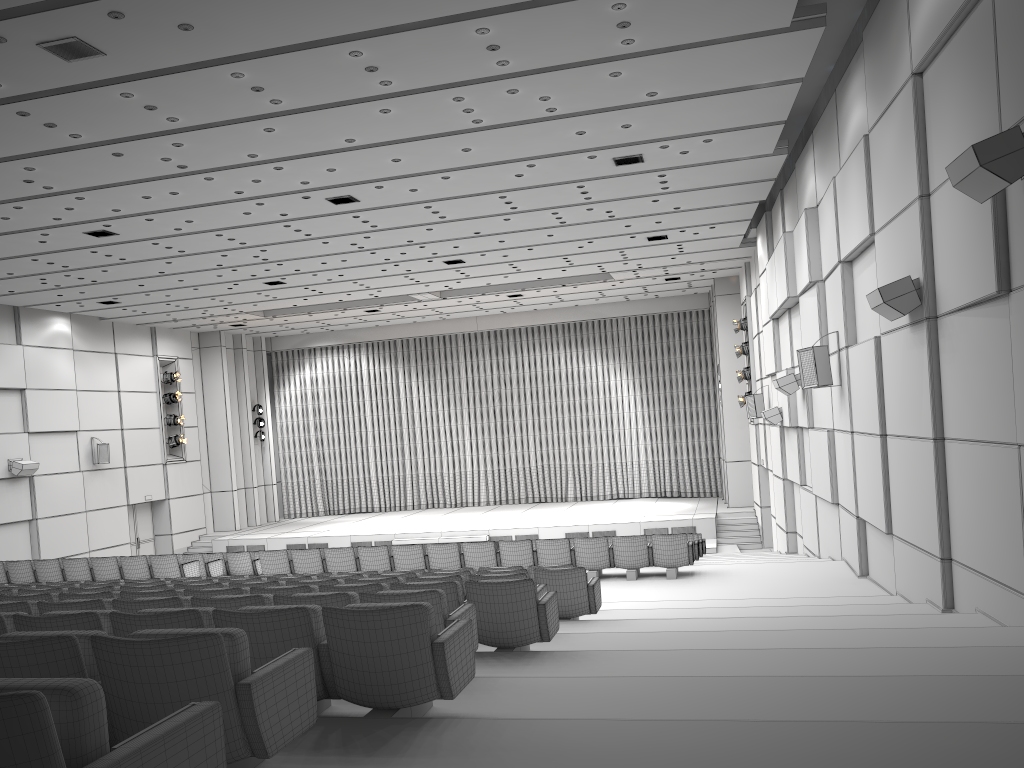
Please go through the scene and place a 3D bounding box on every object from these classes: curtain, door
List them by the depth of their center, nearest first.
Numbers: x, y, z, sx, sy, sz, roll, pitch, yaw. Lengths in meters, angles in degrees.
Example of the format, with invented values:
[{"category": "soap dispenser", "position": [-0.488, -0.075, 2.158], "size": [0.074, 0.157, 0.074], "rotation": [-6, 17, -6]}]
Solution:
[{"category": "door", "position": [-11.143, 4.624, 26.311], "size": [0.086, 2.179, 1.696], "rotation": [-4, 0, 13]}, {"category": "curtain", "position": [-0.656, 1.070, 31.137], "size": [16.150, 6.525, 1.427], "rotation": [-5, 1, 13]}]

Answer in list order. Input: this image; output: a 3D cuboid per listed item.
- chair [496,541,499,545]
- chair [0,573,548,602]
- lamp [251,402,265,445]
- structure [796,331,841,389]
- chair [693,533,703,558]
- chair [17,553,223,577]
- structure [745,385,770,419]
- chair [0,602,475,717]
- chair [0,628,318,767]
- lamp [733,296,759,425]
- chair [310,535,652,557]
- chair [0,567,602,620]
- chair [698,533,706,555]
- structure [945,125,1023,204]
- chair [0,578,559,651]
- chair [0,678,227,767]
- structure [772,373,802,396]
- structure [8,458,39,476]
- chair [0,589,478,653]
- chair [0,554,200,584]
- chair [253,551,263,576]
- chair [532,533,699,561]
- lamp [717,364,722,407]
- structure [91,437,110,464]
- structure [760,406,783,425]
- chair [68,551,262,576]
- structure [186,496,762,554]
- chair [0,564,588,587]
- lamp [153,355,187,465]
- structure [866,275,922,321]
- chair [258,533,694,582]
[{"category": "chair", "position": [0.144, 3.174, 16.377], "size": [6.057, 0.622, 0.611], "rotation": [-5, -1, 13]}, {"category": "chair", "position": [-6.161, 2.371, 8.891], "size": [13.216, 0.622, 0.611], "rotation": [-5, -1, 13]}, {"category": "lamp", "position": [-8.845, 1.362, 30.805], "size": [0.437, 1.479, 0.384], "rotation": [-4, 1, 18]}, {"category": "structure", "position": [4.147, -0.316, 11.927], "size": [0.409, 0.745, 0.409], "rotation": [-4, 1, -29]}, {"category": "chair", "position": [0.391, 3.358, 17.454], "size": [6.608, 0.622, 0.611], "rotation": [-5, -1, 13]}, {"category": "chair", "position": [-8.125, 3.452, 16.086], "size": [6.057, 0.622, 0.611], "rotation": [-5, -1, 13]}, {"category": "structure", "position": [5.623, 0.418, 20.205], "size": [0.409, 0.745, 0.409], "rotation": [-4, 1, -29]}, {"category": "chair", "position": [-6.928, 1.822, 5.665], "size": [13.766, 0.622, 0.611], "rotation": [-5, -1, 13]}, {"category": "chair", "position": [-7.218, 1.642, 4.598], "size": [13.216, 0.622, 0.611], "rotation": [-5, -1, 13]}, {"category": "lamp", "position": [6.268, -0.597, 23.301], "size": [0.756, 3.343, 1.020], "rotation": [-4, 1, 9]}, {"category": "chair", "position": [-0.385, 2.810, 14.230], "size": [6.057, 0.622, 0.611], "rotation": [-5, -1, 13]}, {"category": "chair", "position": [-5.871, 2.551, 9.958], "size": [13.766, 0.622, 0.611], "rotation": [-5, -1, 13]}, {"category": "chair", "position": [0.919, 3.722, 19.600], "size": [6.608, 0.622, 0.611], "rotation": [-5, -1, 13]}, {"category": "structure", "position": [3.154, -1.444, 5.755], "size": [0.471, 0.418, 0.519], "rotation": [-4, -1, 9]}, {"category": "chair", "position": [-6.399, 2.186, 7.812], "size": [13.766, 0.622, 0.611], "rotation": [-5, -1, 13]}, {"category": "chair", "position": [-7.456, 1.458, 3.519], "size": [13.766, 0.622, 0.611], "rotation": [-5, -1, 13]}, {"category": "structure", "position": [4.686, -0.019, 14.976], "size": [0.471, 0.417, 0.519], "rotation": [-4, -1, 9]}, {"category": "structure", "position": [-11.914, 2.020, 21.577], "size": [0.471, 0.417, 0.519], "rotation": [-4, -1, 14]}, {"category": "chair", "position": [-6.690, 2.006, 6.745], "size": [13.216, 0.622, 0.611], "rotation": [-5, -1, 13]}, {"category": "chair", "position": [-8.406, 3.272, 15.017], "size": [6.608, 0.622, 0.611], "rotation": [-5, -1, 13]}, {"category": "chair", "position": [-7.596, 3.817, 18.233], "size": [6.057, 0.622, 0.611], "rotation": [-5, -1, 13]}, {"category": "chair", "position": [-0.138, 2.994, 15.308], "size": [6.608, 0.622, 0.611], "rotation": [-5, -1, 13]}, {"category": "lamp", "position": [6.272, 0.049, 25.952], "size": [0.437, 1.479, 0.384], "rotation": [-4, 1, 9]}, {"category": "structure", "position": [-11.225, 1.811, 24.148], "size": [0.409, 0.745, 0.409], "rotation": [-4, 1, -29]}, {"category": "structure", "position": [5.180, 0.601, 17.480], "size": [0.471, 0.417, 0.519], "rotation": [-4, -1, 10]}, {"category": "chair", "position": [-7.877, 3.636, 17.164], "size": [6.608, 0.622, 0.611], "rotation": [-5, -1, 13]}, {"category": "structure", "position": [-1.072, 4.654, 28.161], "size": [17.841, 0.846, 8.310], "rotation": [-5, -3, 13]}, {"category": "chair", "position": [-5.633, 2.735, 11.037], "size": [13.216, 0.622, 0.611], "rotation": [-5, -1, 13]}, {"category": "lamp", "position": [-10.553, 0.797, 27.314], "size": [0.746, 3.343, 1.018], "rotation": [-4, 1, 13]}, {"category": "structure", "position": [3.611, -0.820, 8.262], "size": [0.471, 0.417, 0.519], "rotation": [-4, -1, 10]}, {"category": "chair", "position": [-0.666, 2.629, 13.161], "size": [6.608, 0.622, 0.611], "rotation": [-5, -1, 13]}]
